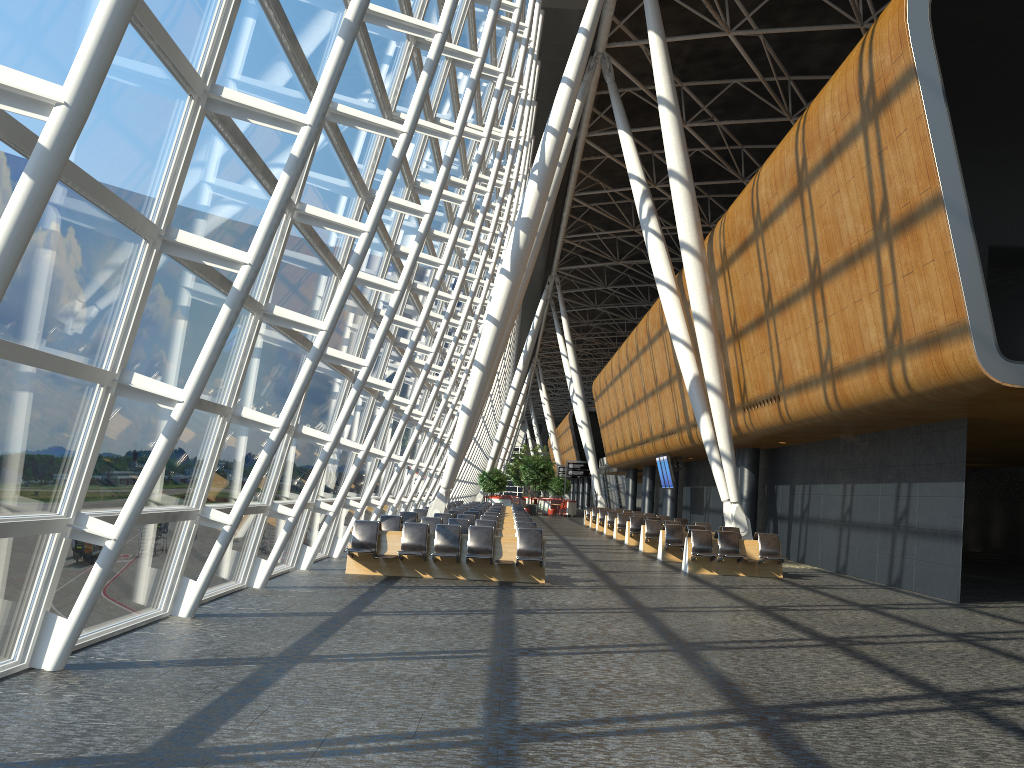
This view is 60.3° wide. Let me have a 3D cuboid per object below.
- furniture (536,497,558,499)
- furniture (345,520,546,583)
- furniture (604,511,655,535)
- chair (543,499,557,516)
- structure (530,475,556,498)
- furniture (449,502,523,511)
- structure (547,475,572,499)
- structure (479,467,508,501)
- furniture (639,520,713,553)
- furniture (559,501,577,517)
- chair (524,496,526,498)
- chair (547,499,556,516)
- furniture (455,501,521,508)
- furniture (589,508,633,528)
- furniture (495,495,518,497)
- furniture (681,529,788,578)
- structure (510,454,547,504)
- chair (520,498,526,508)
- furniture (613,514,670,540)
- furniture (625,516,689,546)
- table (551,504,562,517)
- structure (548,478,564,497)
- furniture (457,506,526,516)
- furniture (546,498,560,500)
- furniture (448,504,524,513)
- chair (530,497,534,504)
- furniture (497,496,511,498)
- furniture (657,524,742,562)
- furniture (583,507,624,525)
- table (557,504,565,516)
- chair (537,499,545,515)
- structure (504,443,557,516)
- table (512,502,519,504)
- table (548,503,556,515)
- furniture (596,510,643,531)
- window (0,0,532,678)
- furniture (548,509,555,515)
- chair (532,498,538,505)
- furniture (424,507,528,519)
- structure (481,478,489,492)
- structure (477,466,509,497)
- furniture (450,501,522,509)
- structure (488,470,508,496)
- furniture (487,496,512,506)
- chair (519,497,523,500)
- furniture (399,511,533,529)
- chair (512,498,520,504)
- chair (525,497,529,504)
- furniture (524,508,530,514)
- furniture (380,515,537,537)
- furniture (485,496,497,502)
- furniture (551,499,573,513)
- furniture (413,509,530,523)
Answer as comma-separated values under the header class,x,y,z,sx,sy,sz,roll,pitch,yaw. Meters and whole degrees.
class,x,y,z,sx,sy,sz,roll,pitch,yaw
furniture,2.680,9.494,69.648,0.888,1.005,2.844,0,-7,42
furniture,-1.068,2.779,14.700,3.250,0.866,1.669,3,-6,0
furniture,4.429,5.241,32.950,1.896,0.866,1.669,3,-6,0
chair,2.382,7.735,55.139,0.622,1.007,0.664,0,-3,45
structure,2.281,8.057,68.073,2.277,3.467,2.229,2,-3,13
furniture,-1.148,5.300,35.698,3.250,0.866,1.669,3,-6,0
structure,3.460,8.038,64.538,1.740,2.772,1.779,5,-3,-42
structure,-1.167,6.457,53.267,1.740,2.772,1.779,5,-3,-42
furniture,4.463,4.161,23.951,1.896,0.866,1.669,3,-6,0
furniture,3.582,7.841,55.537,0.887,1.003,2.847,2,-6,12
chair,0.738,9.863,73.502,0.662,1.008,0.624,3,-2,-15
chair,2.430,7.871,56.251,0.660,1.007,0.625,0,-3,45
furniture,-1.171,6.020,41.698,3.250,0.866,1.669,3,-6,0
furniture,4.406,5.962,38.950,1.896,0.866,1.669,3,-6,0
furniture,-0.379,9.865,73.969,0.888,1.005,2.844,0,-7,42
furniture,4.486,3.441,17.951,1.896,0.866,1.669,3,-6,0
structure,1.364,8.024,72.595,3.089,4.521,5.779,2,-5,22
chair,0.431,7.579,54.631,0.660,1.007,0.626,2,-3,25
furniture,4.440,4.881,29.950,1.896,0.866,1.669,3,-6,0
furniture,4.452,4.521,26.950,1.896,0.866,1.669,3,-6,0
table,2.787,7.766,54.156,0.798,0.748,0.804,2,-4,16
structure,3.748,9.195,74.945,1.891,2.988,1.934,5,-3,-42
furniture,-1.125,4.580,29.699,3.250,0.866,1.669,3,-6,0
furniture,3.029,9.066,65.943,0.892,1.004,2.833,5,-6,-32
furniture,-1.137,4.940,32.698,3.250,0.866,1.669,3,-6,0
chair,1.760,9.013,66.017,0.660,1.007,0.626,1,-3,35
furniture,-0.728,8.448,62.333,0.892,1.004,2.833,5,-6,-32
furniture,4.475,3.801,20.951,1.896,0.866,1.669,3,-6,0
furniture,4.394,6.322,41.949,1.896,0.866,1.669,3,-6,0
table,2.906,7.956,55.686,0.798,0.748,0.804,2,-4,16
chair,2.073,7.989,57.376,0.622,1.007,0.664,1,-3,35
structure,0.992,6.086,56.634,3.095,4.520,5.828,3,-5,-7
table,0.382,7.578,53.568,0.801,0.748,0.800,5,-5,-29
table,2.476,8.222,58.074,0.798,0.748,0.804,2,-4,16
furniture,4.417,5.602,35.950,1.896,0.866,1.669,3,-6,0
window,-1.796,4.165,81.508,3.720,13.978,167.179,3,-7,0
furniture,2.413,7.850,53.798,0.442,0.459,0.445,2,-4,12
chair,1.789,8.113,58.522,0.660,1.007,0.626,1,-3,35
furniture,-1.114,4.219,26.699,3.250,0.866,1.669,3,-6,0
structure,-1.436,7.684,63.726,1.764,2.806,1.804,5,-3,-42
structure,-1.263,6.707,56.171,1.923,2.961,1.866,4,-3,-26
furniture,-1.160,5.660,38.698,3.250,0.866,1.669,3,-6,0
structure,-1.190,7.279,60.410,1.790,2.844,1.831,5,-3,-42
furniture,-0.700,7.549,54.838,0.892,1.004,2.833,5,-6,-32
chair,0.402,8.479,62.126,0.660,1.007,0.626,2,-3,25
furniture,-1.091,3.499,20.699,3.250,0.866,1.669,3,-6,0
chair,0.070,7.721,55.959,0.621,1.007,0.664,2,-3,25
chair,1.441,9.464,69.903,0.662,1.008,0.624,3,-2,-15
furniture,0.843,7.721,53.360,0.443,0.459,0.445,-1,-5,42
furniture,-1.079,3.139,17.699,3.250,0.866,1.669,3,-6,0
furniture,-1.224,7.873,57.750,0.887,1.003,2.847,2,-6,12
furniture,3.058,8.166,58.449,0.892,1.004,2.833,5,-6,-32
furniture,-1.102,3.859,23.699,3.250,0.866,1.669,3,-6,0
